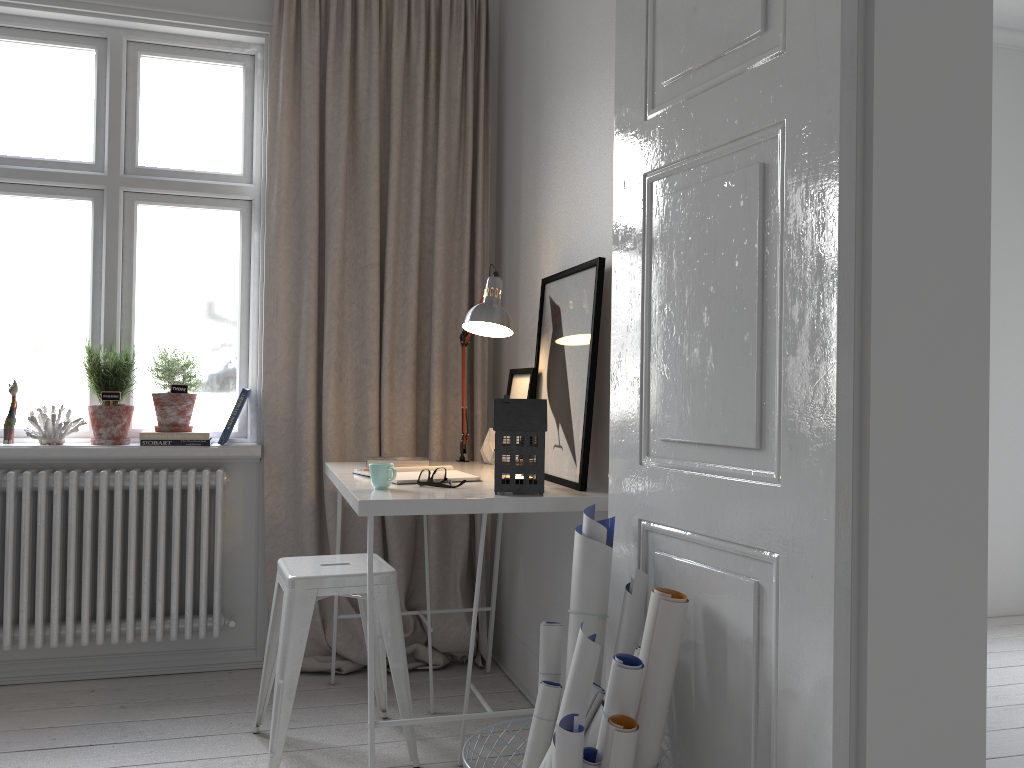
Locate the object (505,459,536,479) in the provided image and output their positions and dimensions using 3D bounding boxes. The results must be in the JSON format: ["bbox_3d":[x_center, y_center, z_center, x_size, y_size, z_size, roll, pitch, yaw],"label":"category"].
[{"bbox_3d":[0.028,0.240,2.379,0.078,0.073,0.065,1,-1,-20],"label":"object"}]

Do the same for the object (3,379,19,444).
[{"bbox_3d":[-1.733,0.096,3.076,0.045,0.224,0.052,1,-1,25],"label":"object"}]

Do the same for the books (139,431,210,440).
[{"bbox_3d":[-1.221,0.186,3.223,0.246,0.025,0.157,1,-1,-13],"label":"books"}]

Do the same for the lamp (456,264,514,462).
[{"bbox_3d":[-0.149,-0.020,2.987,0.164,0.745,0.568,1,-1,-20],"label":"lamp"}]

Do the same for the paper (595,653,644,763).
[{"bbox_3d":[0.163,0.766,1.617,0.153,0.553,0.060,1,-1,29],"label":"paper"}]

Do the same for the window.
[{"bbox_3d":[-1.472,-0.540,3.277,1.047,1.537,0.079,1,-1,-16],"label":"window"}]

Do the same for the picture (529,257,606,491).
[{"bbox_3d":[0.144,-0.025,2.553,0.062,0.614,0.493,1,-1,-16],"label":"picture"}]

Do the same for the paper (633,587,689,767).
[{"bbox_3d":[0.232,0.714,1.645,0.181,0.669,0.073,1,-1,6],"label":"paper"}]

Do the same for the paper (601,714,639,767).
[{"bbox_3d":[0.165,0.813,1.561,0.057,0.464,0.123,2,-1,-44],"label":"paper"}]

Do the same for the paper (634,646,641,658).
[{"bbox_3d":[0.180,0.779,1.697,0.200,0.542,0.047,1,-1,-12],"label":"paper"}]

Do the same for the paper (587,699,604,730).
[{"bbox_3d":[0.073,0.788,1.727,0.239,0.358,0.047,1,-1,-2],"label":"paper"}]

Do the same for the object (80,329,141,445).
[{"bbox_3d":[-1.435,0.011,3.162,0.183,0.410,0.199,0,-1,35],"label":"object"}]

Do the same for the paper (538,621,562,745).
[{"bbox_3d":[0.071,0.774,1.821,0.046,0.547,0.166,1,-1,8],"label":"paper"}]

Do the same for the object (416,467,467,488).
[{"bbox_3d":[-0.200,0.251,2.374,0.114,0.047,0.133,1,-1,-28],"label":"object"}]

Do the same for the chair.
[{"bbox_3d":[-0.510,0.781,2.546,0.409,0.527,0.407,1,-1,-21],"label":"chair"}]

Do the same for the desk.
[{"bbox_3d":[-0.200,0.664,2.647,0.641,0.776,1.163,1,-1,-16],"label":"desk"}]

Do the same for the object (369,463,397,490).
[{"bbox_3d":[-0.335,0.239,2.283,0.064,0.065,0.082,1,-1,-17],"label":"object"}]

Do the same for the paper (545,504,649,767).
[{"bbox_3d":[0.122,0.650,1.689,0.181,0.793,0.431,1,-1,27],"label":"paper"}]

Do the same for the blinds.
[{"bbox_3d":[-0.483,-0.288,3.277,0.831,2.680,0.225,1,-1,-16],"label":"blinds"}]

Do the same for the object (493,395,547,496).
[{"bbox_3d":[0.019,0.152,2.256,0.135,0.248,0.135,1,-1,0],"label":"object"}]

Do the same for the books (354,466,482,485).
[{"bbox_3d":[-0.298,0.260,2.602,0.291,0.029,0.358,1,-1,-30],"label":"books"}]

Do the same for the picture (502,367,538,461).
[{"bbox_3d":[0.013,0.116,2.852,0.062,0.333,0.261,1,-1,-16],"label":"picture"}]

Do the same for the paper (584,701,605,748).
[{"bbox_3d":[0.094,0.818,1.705,0.253,0.432,0.054,1,-1,20],"label":"paper"}]

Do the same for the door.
[{"bbox_3d":[0.371,-0.134,1.669,0.034,2.326,0.678,1,-1,-25],"label":"door"}]

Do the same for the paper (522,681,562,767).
[{"bbox_3d":[0.042,0.784,1.783,0.129,0.361,0.047,1,-1,-27],"label":"paper"}]

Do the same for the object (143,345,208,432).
[{"bbox_3d":[-1.217,0.015,3.222,0.220,0.318,0.210,1,-1,22],"label":"object"}]

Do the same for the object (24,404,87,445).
[{"bbox_3d":[-1.607,0.144,3.104,0.212,0.149,0.186,1,-1,-7],"label":"object"}]

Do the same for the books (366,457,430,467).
[{"bbox_3d":[-0.388,0.264,3.005,0.207,0.024,0.149,1,-1,-9],"label":"books"}]

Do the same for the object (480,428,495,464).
[{"bbox_3d":[-0.059,0.220,3.149,0.101,0.126,0.101,1,-1,-16],"label":"object"}]

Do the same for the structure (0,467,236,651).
[{"bbox_3d":[-1.460,0.598,3.132,0.935,0.600,0.216,1,-1,-16],"label":"structure"}]

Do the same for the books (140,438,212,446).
[{"bbox_3d":[-1.218,0.210,3.229,0.245,0.022,0.156,1,-1,-12],"label":"books"}]

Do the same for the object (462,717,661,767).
[{"bbox_3d":[0.090,0.873,1.680,0.374,0.351,0.374,1,-1,-14],"label":"object"}]

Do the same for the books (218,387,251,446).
[{"bbox_3d":[-1.026,0.117,3.281,0.101,0.211,0.175,1,-1,-12],"label":"books"}]

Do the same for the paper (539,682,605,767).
[{"bbox_3d":[0.058,0.769,1.683,0.244,0.403,0.049,1,-1,-14],"label":"paper"}]
